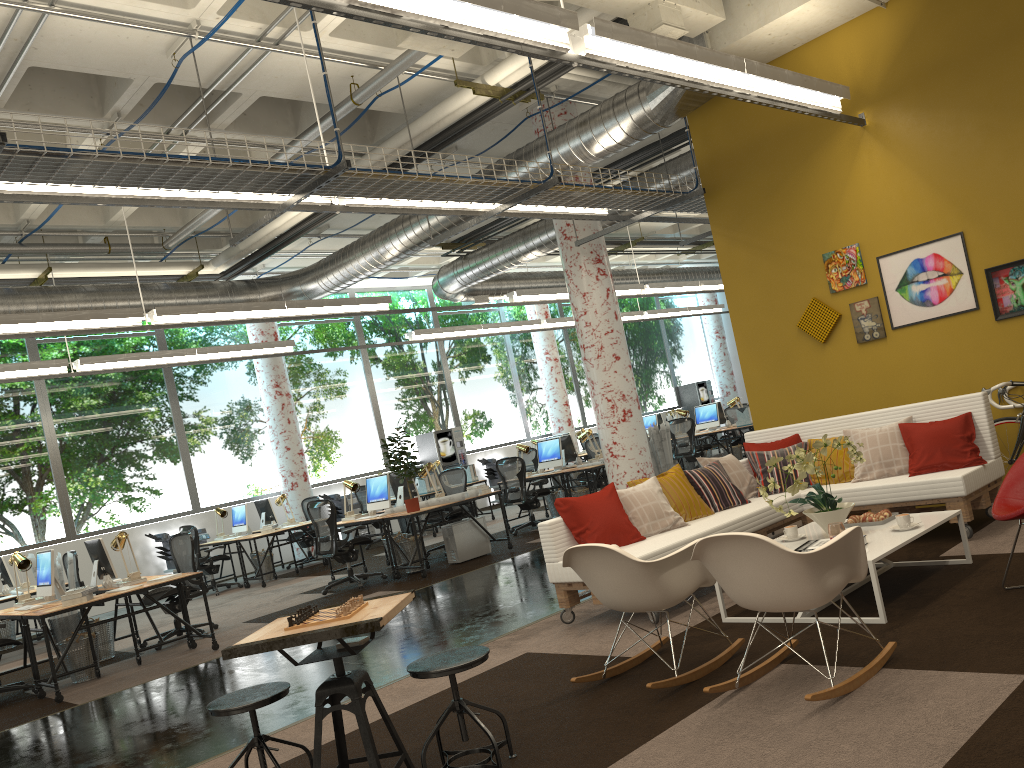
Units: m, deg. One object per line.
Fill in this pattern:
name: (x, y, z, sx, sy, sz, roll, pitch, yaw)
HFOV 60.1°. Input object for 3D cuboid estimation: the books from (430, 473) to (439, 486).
books: (-1.346, 1.674, 15.038, 0.067, 0.310, 0.235, -11, -2, -44)

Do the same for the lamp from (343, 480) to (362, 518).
lamp: (-2.039, 1.512, 11.207, 0.218, 0.610, 0.530, -12, -2, -24)

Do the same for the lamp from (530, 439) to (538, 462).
lamp: (0.487, 1.479, 18.838, 0.218, 0.610, 0.530, -12, -2, -24)

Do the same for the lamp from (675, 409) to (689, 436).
lamp: (3.044, 0.762, 16.080, 0.218, 0.610, 0.530, -12, -2, -24)

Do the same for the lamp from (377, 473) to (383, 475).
lamp: (-2.342, 1.907, 16.097, 0.208, 0.610, 0.530, -12, -2, -24)

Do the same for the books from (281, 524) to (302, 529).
books: (-3.297, 2.125, 13.224, 0.244, 0.019, 0.204, -14, -4, 24)

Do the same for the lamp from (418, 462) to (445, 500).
lamp: (-0.965, 1.270, 10.977, 0.208, 0.610, 0.530, -12, -2, -24)

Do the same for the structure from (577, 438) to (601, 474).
structure: (2.142, 1.713, 21.644, 1.053, 1.057, 0.506, -10, -2, -44)

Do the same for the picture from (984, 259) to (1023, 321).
picture: (3.930, -0.746, 6.777, 0.041, 0.418, 0.505, -11, -2, -44)

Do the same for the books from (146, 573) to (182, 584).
books: (-3.166, 1.769, 8.065, 0.201, 0.024, 0.235, -13, -4, 20)

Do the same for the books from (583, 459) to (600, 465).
books: (1.240, 1.149, 13.212, 0.224, 0.038, 0.311, -9, -5, -44)

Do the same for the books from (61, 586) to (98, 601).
books: (-3.687, 1.786, 7.554, 0.193, 0.044, 0.257, -12, -3, 3)

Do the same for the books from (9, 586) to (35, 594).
books: (-6.166, 2.592, 11.138, 0.224, 0.038, 0.311, -9, -5, -44)

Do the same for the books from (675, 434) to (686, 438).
books: (3.105, 0.931, 16.049, 0.224, 0.038, 0.311, -9, -5, -44)

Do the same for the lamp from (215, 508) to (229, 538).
lamp: (-4.568, 2.245, 13.944, 0.218, 0.610, 0.530, -12, -2, -24)

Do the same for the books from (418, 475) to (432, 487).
books: (-1.451, 1.690, 14.937, 0.067, 0.310, 0.235, -11, -2, -44)

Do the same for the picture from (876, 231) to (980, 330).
picture: (3.405, -0.836, 7.283, 0.018, 0.632, 0.710, -11, -2, -44)

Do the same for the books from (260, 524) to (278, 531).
books: (-3.544, 2.094, 12.921, 0.193, 0.044, 0.257, -12, -3, 3)

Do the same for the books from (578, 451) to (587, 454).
books: (1.579, 1.419, 18.638, 0.224, 0.038, 0.311, -9, -5, -44)

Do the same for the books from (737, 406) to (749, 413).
books: (3.939, 0.544, 14.922, 0.067, 0.310, 0.235, -11, -2, -44)

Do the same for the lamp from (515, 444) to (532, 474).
lamp: (0.153, 1.208, 13.414, 0.208, 0.610, 0.530, -12, -2, -24)

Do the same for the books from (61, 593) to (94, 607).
books: (-3.695, 1.834, 7.533, 0.200, 0.050, 0.273, -11, -4, -16)

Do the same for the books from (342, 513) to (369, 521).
books: (-1.978, 1.682, 11.176, 0.224, 0.038, 0.311, -9, -5, -44)

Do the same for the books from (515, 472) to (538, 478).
books: (0.209, 1.378, 13.381, 0.224, 0.038, 0.311, -9, -5, -44)

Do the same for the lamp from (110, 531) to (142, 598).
lamp: (-3.633, 1.693, 8.349, 0.218, 0.610, 0.530, -12, -2, -24)

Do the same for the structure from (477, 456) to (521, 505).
structure: (-0.168, 2.062, 19.408, 1.053, 1.057, 0.506, -10, -2, -44)

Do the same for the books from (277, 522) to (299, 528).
books: (-3.476, 2.184, 13.743, 0.224, 0.038, 0.311, -9, -5, -44)

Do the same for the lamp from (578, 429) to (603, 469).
lamp: (1.222, 0.966, 13.182, 0.208, 0.610, 0.530, -12, -2, -24)

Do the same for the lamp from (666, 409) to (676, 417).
lamp: (3.874, 0.886, 20.846, 0.218, 0.610, 0.530, -12, -2, -24)

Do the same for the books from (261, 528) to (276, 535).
books: (-3.553, 2.143, 12.900, 0.200, 0.050, 0.273, -11, -4, -16)

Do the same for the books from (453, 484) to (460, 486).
books: (-0.959, 1.765, 15.431, 0.201, 0.024, 0.235, -13, -4, 20)

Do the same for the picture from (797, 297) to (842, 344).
picture: (2.762, -0.572, 7.971, 0.047, 0.424, 0.427, -11, -2, -44)

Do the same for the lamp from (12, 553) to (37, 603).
lamp: (-4.710, 1.936, 8.577, 0.218, 0.610, 0.530, -12, -2, -24)

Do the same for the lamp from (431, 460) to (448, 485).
lamp: (-1.269, 1.665, 15.867, 0.218, 0.610, 0.530, -12, -2, -24)

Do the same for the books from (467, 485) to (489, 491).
books: (-0.416, 1.269, 10.730, 0.192, 0.044, 0.259, -10, -4, -26)

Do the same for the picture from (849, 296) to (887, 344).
picture: (3.079, -0.551, 7.667, 0.027, 0.355, 0.253, -11, -1, -44)

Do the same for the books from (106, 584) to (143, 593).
books: (-3.439, 1.817, 7.857, 0.244, 0.019, 0.204, -14, -4, 24)

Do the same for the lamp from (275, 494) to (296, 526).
lamp: (-3.494, 2.002, 13.714, 0.208, 0.610, 0.530, -12, -2, -24)

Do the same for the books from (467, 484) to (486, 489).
books: (-0.434, 1.240, 10.721, 0.186, 0.030, 0.152, -15, -5, 44)

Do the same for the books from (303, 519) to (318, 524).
books: (-3.024, 2.078, 13.431, 0.201, 0.024, 0.235, -13, -4, 20)

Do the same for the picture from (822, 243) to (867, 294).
picture: (2.908, -1.008, 7.747, 0.027, 0.355, 0.333, -11, -2, -44)

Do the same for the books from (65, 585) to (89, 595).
books: (-3.708, 1.758, 7.552, 0.152, 0.030, 0.186, -11, -4, -16)

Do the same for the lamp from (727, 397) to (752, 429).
lamp: (4.122, 0.518, 15.852, 0.218, 0.610, 0.530, -12, -2, -24)

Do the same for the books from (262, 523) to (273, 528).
books: (-3.566, 2.067, 12.919, 0.152, 0.030, 0.186, -11, -4, -16)

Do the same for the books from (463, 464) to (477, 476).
books: (-0.732, 1.581, 15.633, 0.067, 0.310, 0.235, -11, -2, -44)

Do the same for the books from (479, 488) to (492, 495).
books: (-0.412, 1.315, 10.703, 0.273, 0.050, 0.199, -15, -5, 43)

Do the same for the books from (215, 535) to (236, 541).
books: (-4.507, 2.414, 13.913, 0.224, 0.038, 0.311, -9, -5, -44)

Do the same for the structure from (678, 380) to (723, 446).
structure: (5.294, 0.856, 24.773, 0.746, 1.809, 0.642, -11, -1, -44)

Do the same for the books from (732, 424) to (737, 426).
books: (4.136, 0.702, 15.879, 0.224, 0.038, 0.311, -9, -5, -44)

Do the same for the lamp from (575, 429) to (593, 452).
lamp: (1.565, 1.236, 18.610, 0.218, 0.610, 0.530, -12, -2, -24)

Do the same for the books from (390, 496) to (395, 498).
books: (-2.286, 2.078, 16.064, 0.224, 0.038, 0.311, -9, -5, -44)

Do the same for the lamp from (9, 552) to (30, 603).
lamp: (-6.185, 2.409, 11.109, 0.208, 0.610, 0.530, -12, -2, -24)
